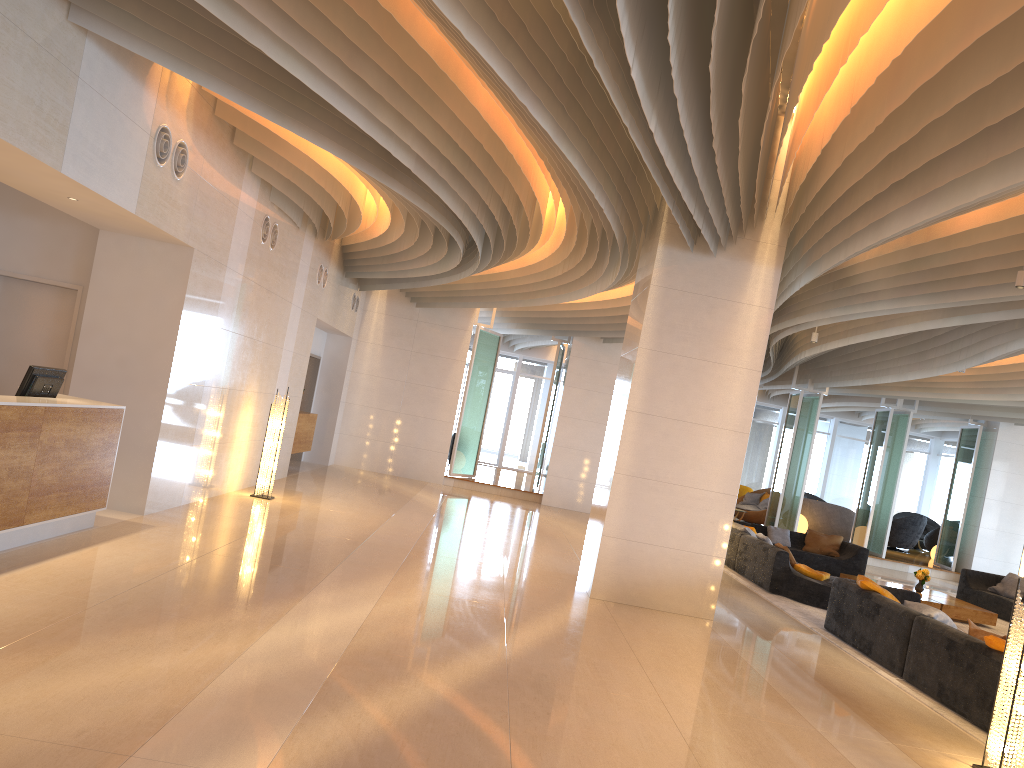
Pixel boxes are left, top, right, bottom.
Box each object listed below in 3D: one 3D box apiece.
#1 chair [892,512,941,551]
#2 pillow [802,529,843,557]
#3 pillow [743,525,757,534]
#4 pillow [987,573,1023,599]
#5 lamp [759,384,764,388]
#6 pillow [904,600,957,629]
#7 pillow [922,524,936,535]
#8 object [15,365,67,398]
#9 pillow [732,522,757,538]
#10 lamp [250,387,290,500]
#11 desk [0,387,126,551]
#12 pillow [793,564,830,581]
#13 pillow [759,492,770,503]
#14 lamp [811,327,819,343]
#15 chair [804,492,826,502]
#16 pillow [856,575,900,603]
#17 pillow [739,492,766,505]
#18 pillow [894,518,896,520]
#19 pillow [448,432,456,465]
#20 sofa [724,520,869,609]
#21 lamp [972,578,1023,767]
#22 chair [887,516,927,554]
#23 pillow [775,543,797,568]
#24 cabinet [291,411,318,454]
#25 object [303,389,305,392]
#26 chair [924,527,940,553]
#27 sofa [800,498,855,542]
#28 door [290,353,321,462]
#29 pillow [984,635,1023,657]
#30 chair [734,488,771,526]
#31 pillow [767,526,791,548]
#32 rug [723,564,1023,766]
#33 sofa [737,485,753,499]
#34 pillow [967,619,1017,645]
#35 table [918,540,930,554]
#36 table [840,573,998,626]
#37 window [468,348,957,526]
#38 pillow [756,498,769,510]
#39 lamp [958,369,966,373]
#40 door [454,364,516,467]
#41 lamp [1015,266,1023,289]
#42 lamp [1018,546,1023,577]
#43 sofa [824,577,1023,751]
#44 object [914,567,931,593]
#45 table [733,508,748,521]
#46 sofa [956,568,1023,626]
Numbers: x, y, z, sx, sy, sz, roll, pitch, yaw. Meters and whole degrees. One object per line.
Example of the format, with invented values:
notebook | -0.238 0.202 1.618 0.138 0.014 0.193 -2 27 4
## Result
chair | 11.526 4.188 25.167 1.506 1.005 1.146 11 -1 11
pillow | 5.488 2.810 15.645 0.629 0.377 0.555 10 -2 20
pillow | 3.712 2.397 13.969 0.331 0.335 0.413 12 -2 -36
pillow | 8.103 3.257 14.302 0.556 0.377 0.628 12 -2 -24
lamp | 6.096 -0.658 21.187 0.088 1.506 0.089 11 0 7
pillow | 3.796 2.209 8.007 0.420 0.377 0.587 11 -2 1
pillow | 11.894 4.164 25.154 0.495 0.409 0.472 10 -1 26
object | -3.655 0.083 6.926 0.355 0.435 0.536 11 -1 -1
pillow | 3.672 2.381 13.629 0.549 0.377 0.649 11 -2 -6
lamp | -3.051 0.736 11.320 0.251 1.451 0.250 11 0 -2
desk | -3.793 0.487 4.251 0.899 1.049 6.663 11 -2 -1
pillow | 3.902 2.445 11.526 0.402 0.136 0.425 10 -3 32
pillow | 6.427 2.933 22.253 0.378 0.422 0.596 11 -2 -23
lamp | 4.485 -1.338 12.755 0.087 1.506 0.091 11 1 43
chair | 8.269 3.511 24.077 1.540 1.005 1.120 12 -1 -19
pillow | 3.721 2.173 8.901 0.539 0.377 0.648 10 -2 20
pillow | 6.105 2.899 22.485 0.482 0.454 0.607 12 -2 -40
pillow | 11.231 4.009 25.212 0.628 0.454 0.466 11 -1 -16
pillow | -1.909 1.363 19.968 1.523 1.005 1.132 11 -1 -4
sofa | 4.689 2.717 13.399 2.829 0.653 5.083 11 -2 -1
lamp | 3.067 1.785 5.333 0.251 1.198 0.250 11 0 -2
chair | 9.869 3.758 22.663 1.547 1.005 1.115 12 -1 -29
pillow | 3.684 2.311 11.824 0.329 0.311 0.424 11 -1 0
cabinet | -3.772 0.776 14.976 0.560 0.661 1.509 11 -2 -1
object | -3.572 0.208 14.605 0.269 0.497 0.233 11 0 -15
chair | 11.547 4.103 23.125 1.517 1.005 1.137 11 -1 1
sofa | 7.617 3.353 22.135 1.135 0.901 2.505 12 -2 -42
door | -4.065 0.448 16.778 0.247 2.101 1.403 11 0 -1
pillow | 3.763 2.068 6.321 0.556 0.377 0.628 12 -2 -24
chair | 6.165 3.020 22.172 1.148 1.005 1.502 11 -2 -14
pillow | 4.691 2.682 15.586 0.408 0.312 0.322 11 -1 0
rug | 5.895 3.054 8.068 5.520 0.022 16.203 11 -2 -1
sofa | 5.149 2.935 23.499 2.586 0.901 1.100 11 -1 -13
pillow | 3.820 2.129 6.968 0.444 0.409 0.601 11 -2 1
table | 11.539 4.495 24.131 1.076 0.318 0.821 11 -2 5
table | 5.835 3.139 12.896 1.603 0.220 1.599 11 -2 -2
window | 10.366 2.142 10.307 22.635 3.221 53.306 13 -3 -36
pillow | 6.309 2.939 21.842 0.463 0.409 0.504 11 -1 1
lamp | 6.672 -0.911 12.872 0.087 1.506 0.091 11 1 43
door | -0.869 0.912 25.841 1.462 2.771 0.060 11 0 -3
lamp | 4.492 -1.564 7.579 0.090 1.506 0.088 11 0 -11
lamp | 8.837 3.205 15.217 0.251 1.451 0.250 11 0 -2
sofa | 3.838 2.335 7.620 0.943 0.582 3.773 11 -2 -1
object | 6.026 2.879 13.048 0.231 0.377 0.271 11 -1 30
table | 5.228 3.164 21.594 0.830 0.318 1.065 12 -2 -20
sofa | 7.956 3.367 13.006 0.943 0.582 3.773 11 -2 -1
